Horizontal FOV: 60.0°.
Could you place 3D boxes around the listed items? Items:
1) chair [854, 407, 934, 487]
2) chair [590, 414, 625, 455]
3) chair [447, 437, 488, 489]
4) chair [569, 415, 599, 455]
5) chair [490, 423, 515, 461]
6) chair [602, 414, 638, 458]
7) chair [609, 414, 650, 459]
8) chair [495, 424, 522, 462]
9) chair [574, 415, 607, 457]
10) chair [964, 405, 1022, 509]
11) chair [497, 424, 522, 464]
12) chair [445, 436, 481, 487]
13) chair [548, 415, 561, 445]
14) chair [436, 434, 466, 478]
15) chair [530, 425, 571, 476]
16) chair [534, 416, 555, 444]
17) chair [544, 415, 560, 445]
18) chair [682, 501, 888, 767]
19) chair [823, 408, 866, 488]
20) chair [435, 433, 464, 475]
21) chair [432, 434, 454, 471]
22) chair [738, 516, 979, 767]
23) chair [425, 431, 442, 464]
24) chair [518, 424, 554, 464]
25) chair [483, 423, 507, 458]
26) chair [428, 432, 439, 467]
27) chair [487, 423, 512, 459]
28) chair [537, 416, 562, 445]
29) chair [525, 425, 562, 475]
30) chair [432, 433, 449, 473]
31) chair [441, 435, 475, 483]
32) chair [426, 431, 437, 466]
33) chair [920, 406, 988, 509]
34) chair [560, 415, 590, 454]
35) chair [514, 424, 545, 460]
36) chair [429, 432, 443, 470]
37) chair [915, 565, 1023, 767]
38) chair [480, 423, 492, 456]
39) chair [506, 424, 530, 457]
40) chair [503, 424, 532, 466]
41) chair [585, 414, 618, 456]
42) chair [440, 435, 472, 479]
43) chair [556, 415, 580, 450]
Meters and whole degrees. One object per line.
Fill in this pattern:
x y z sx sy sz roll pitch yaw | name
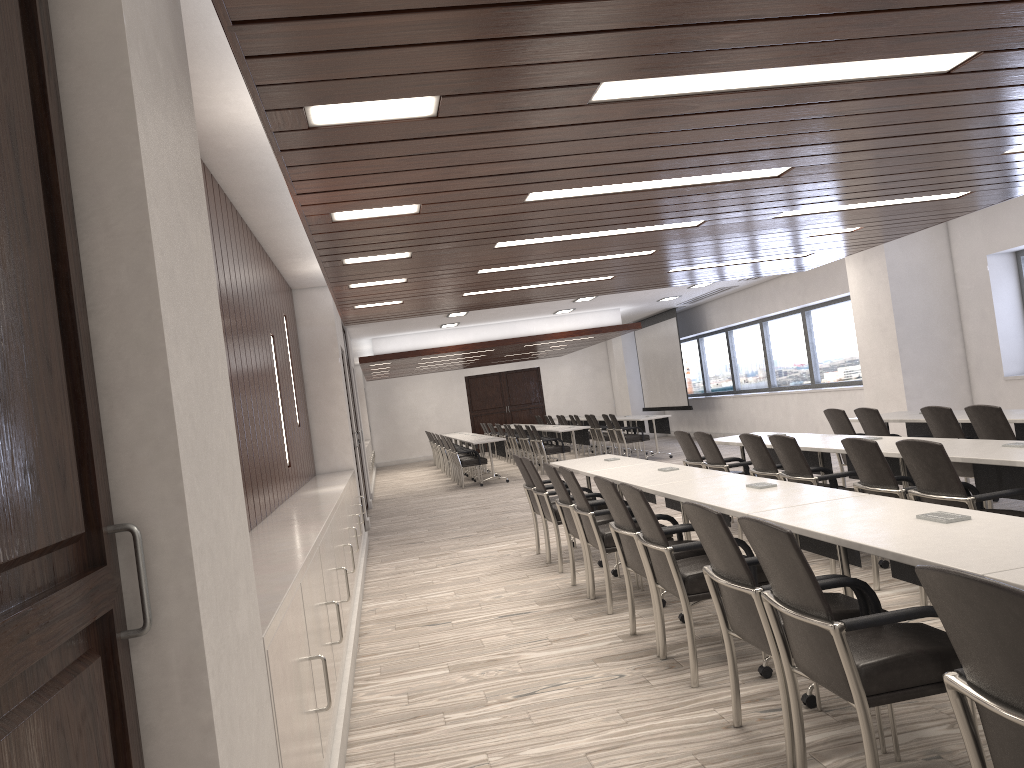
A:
3.427 0.629 7.773 0.638 0.939 0.513 -8 -1 -8 | chair
1.942 1.029 17.761 0.638 0.939 0.513 -8 -1 -8 | chair
-0.774 1.359 15.803 0.638 0.939 0.513 -8 -1 -8 | chair
1.650 1.109 19.776 0.638 0.939 0.513 -8 -1 -8 | chair
-0.180 1.403 22.052 0.638 0.939 0.513 -8 -1 -9 | chair
2.089 0.990 16.771 0.638 0.939 0.513 -8 -1 -9 | chair
2.165 0.969 16.254 0.638 0.939 0.513 -8 -1 -8 | chair
-0.030 1.363 21.064 0.638 0.939 0.513 -8 -1 -9 | chair
1.724 1.089 19.257 0.638 0.939 0.513 -8 -1 -8 | chair
3.648 0.569 6.271 0.638 0.939 0.513 -8 -1 -8 | chair
0.036 1.343 20.545 0.638 0.939 0.513 -8 -1 -9 | chair
-0.858 1.381 16.318 0.638 0.939 0.513 -8 -1 -9 | chair
1.283 1.208 22.267 0.638 0.939 0.513 -8 -1 -9 | chair
-1.230 1.480 18.803 0.638 0.939 0.513 -8 -1 -8 | chair
0.709 1.162 16.029 0.638 0.939 0.513 -8 -1 -9 | chair
0.994 1.288 24.289 0.638 0.939 0.513 -8 -1 -8 | chair
1.208 1.229 22.794 0.638 0.939 0.513 -8 -1 -8 | chair
1.041 0.864 3.329 0.638 0.939 0.513 -8 -1 -9 | chair
3.335 0.652 8.286 0.638 0.939 0.513 -8 -1 -8 | chair
-1.298 1.500 19.317 0.638 0.939 0.513 -8 -1 -8 | chair
-1.514 1.559 20.833 0.638 0.939 0.513 -8 -1 -9 | chair
1.126 0.843 2.801 0.638 0.939 0.513 -8 -1 -8 | chair
-1.962 1.680 23.840 0.638 0.939 0.513 -8 -1 -8 | chair
0.490 1.222 17.535 0.638 0.939 0.513 -8 -1 -10 | chair
-0.389 1.461 23.556 0.638 0.939 0.513 -8 -1 -8 | chair
-1.747 1.621 22.338 0.638 0.939 0.513 -8 -1 -8 | chair
-0.248 1.422 22.567 0.638 0.939 0.513 -8 -1 -8 | chair
1.061 1.268 23.772 0.638 0.939 0.513 -8 -1 -8 | chair
0.620 1.185 16.554 0.638 0.939 0.513 -8 -1 -9 | chair
-1.454 1.541 20.312 0.638 0.939 0.513 -8 -1 -8 | chair
-1.002 1.420 17.310 0.638 0.939 0.513 -8 -1 -9 | chair
-1.883 1.659 23.323 0.638 0.939 0.513 -8 -1 -9 | chair
3.567 0.591 6.787 0.638 0.939 0.513 -8 -1 -8 | chair
1.515 1.147 20.761 0.638 0.939 0.513 -8 -1 -9 | chair
0.416 1.242 18.049 0.638 0.939 0.513 -8 -1 -9 | chair
-1.670 1.600 21.819 0.638 0.939 0.513 -8 -1 -9 | chair
1.274 0.803 1.833 0.638 0.939 0.513 -8 -1 -9 | chair
-0.481 1.483 24.066 0.638 0.939 0.513 -8 -1 -9 | chair
0.261 1.283 19.038 0.638 0.939 0.513 -8 -1 -8 | chair
0.183 1.304 19.549 0.638 0.939 0.513 -8 -1 -8 | chair
1.884 1.048 18.280 0.638 0.939 0.513 -8 -1 -9 | chair
-1.079 1.441 17.837 0.638 0.939 0.513 -8 -1 -8 | chair
1.445 1.167 21.282 0.638 0.939 0.513 -8 -1 -10 | chair
